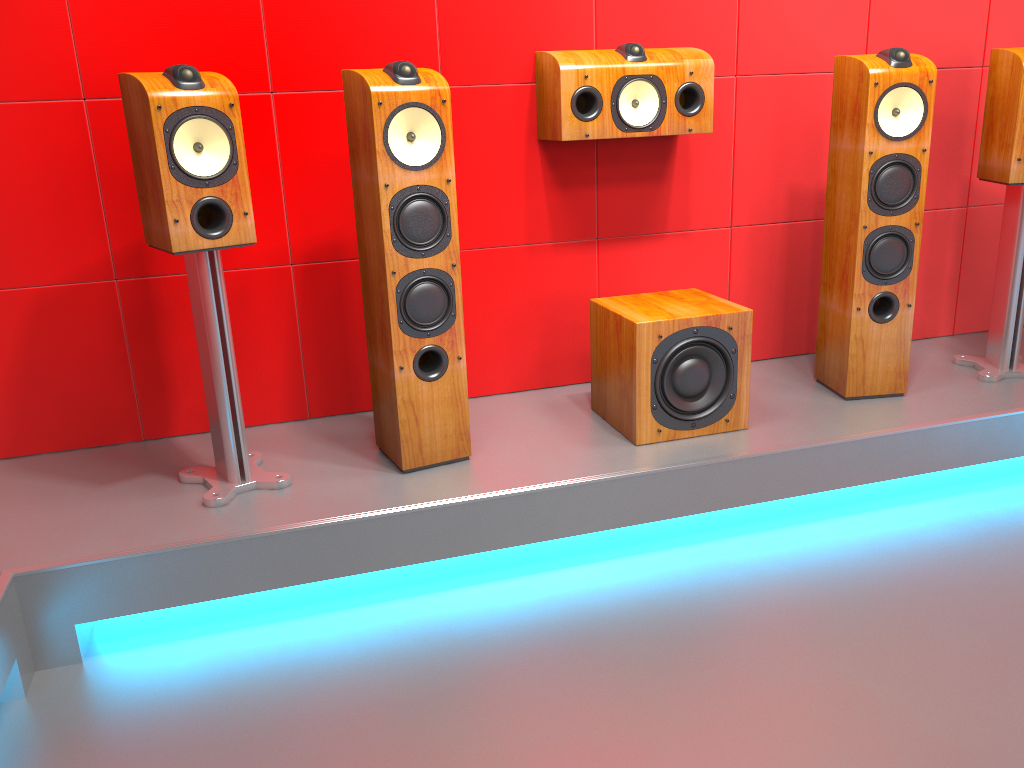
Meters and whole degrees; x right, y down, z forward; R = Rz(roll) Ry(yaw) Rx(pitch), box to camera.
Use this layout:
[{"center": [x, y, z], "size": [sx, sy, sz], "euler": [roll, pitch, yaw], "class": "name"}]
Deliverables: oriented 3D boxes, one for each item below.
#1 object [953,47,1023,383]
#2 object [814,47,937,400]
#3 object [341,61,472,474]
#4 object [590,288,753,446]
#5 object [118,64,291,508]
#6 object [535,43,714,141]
[{"center": [1.656, -0.550, 2.891], "size": [0.231, 1.058, 0.265], "euler": [-1, 17, 4], "class": "object"}, {"center": [1.124, -0.486, 2.770], "size": [0.203, 1.052, 0.238], "euler": [-4, 17, -6], "class": "object"}, {"center": [-0.273, -0.301, 2.368], "size": [0.203, 1.052, 0.238], "euler": [-11, 19, -25], "class": "object"}, {"center": [0.469, -0.063, 2.667], "size": [0.360, 0.360, 0.360], "euler": [-7, 18, -15], "class": "object"}, {"center": [-0.768, -0.240, 2.233], "size": [0.231, 1.058, 0.265], "euler": [-15, 21, -34], "class": "object"}, {"center": [0.345, -0.902, 2.730], "size": [0.493, 0.271, 0.235], "euler": [-7, 18, -15], "class": "object"}]
